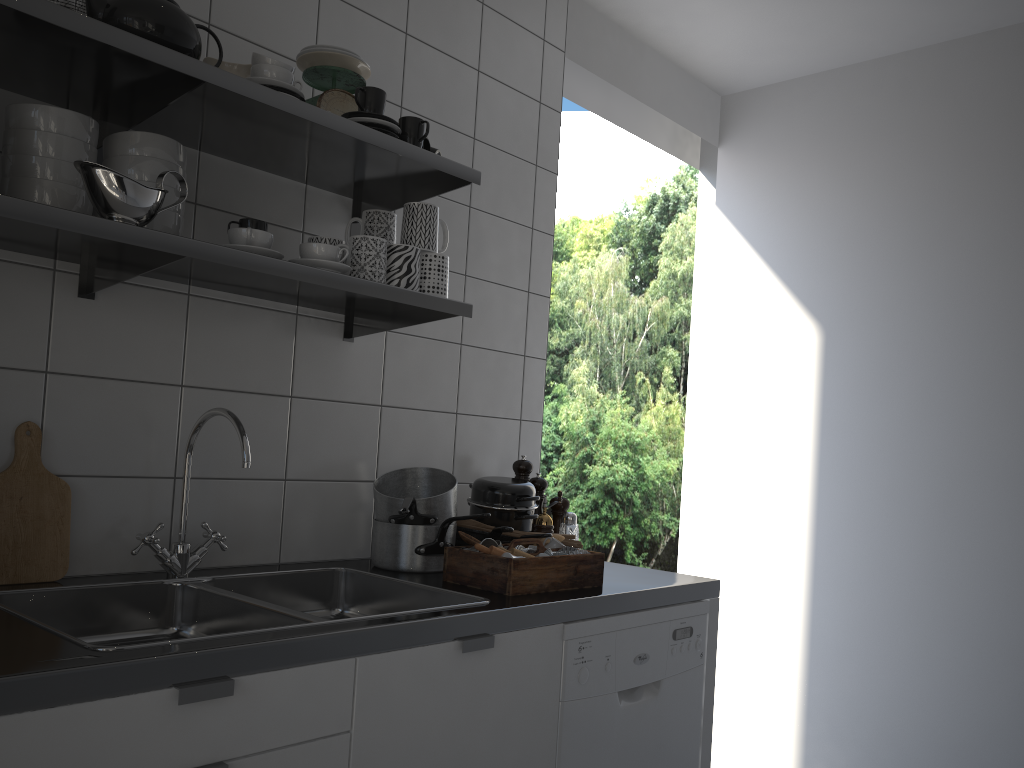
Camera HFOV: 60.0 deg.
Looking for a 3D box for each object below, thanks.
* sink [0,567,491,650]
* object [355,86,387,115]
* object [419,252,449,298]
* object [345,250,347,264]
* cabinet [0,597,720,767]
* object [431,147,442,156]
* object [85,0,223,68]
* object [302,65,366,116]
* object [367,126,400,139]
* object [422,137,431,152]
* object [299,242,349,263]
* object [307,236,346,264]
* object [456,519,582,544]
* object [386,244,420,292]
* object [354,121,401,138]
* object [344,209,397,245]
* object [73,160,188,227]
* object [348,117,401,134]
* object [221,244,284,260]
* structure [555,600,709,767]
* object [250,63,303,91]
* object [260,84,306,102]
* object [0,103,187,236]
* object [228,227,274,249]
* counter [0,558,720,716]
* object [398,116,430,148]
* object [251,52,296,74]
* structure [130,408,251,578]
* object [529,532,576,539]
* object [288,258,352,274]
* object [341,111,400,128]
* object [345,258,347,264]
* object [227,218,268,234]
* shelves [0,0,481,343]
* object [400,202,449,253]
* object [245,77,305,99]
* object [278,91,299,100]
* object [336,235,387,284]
[{"bbox_3d":[-0.466,0.437,1.590,0.487,0.111,0.767,0,-6,42],"label":"sink"},{"bbox_3d":[-0.289,-0.551,1.780,0.070,0.078,0.055,5,-3,-27],"label":"object"},{"bbox_3d":[-0.168,-0.223,1.909,0.083,0.100,0.109,2,-4,31],"label":"object"},{"bbox_3d":[-0.375,-0.234,1.928,0.083,0.100,0.109,2,-4,31],"label":"object"},{"bbox_3d":[-0.816,0.779,1.243,0.662,0.794,3.245,1,-5,42],"label":"cabinet"},{"bbox_3d":[-0.200,-0.502,1.941,0.082,0.059,0.069,2,-4,20],"label":"object"},{"bbox_3d":[-0.602,-0.590,1.476,0.200,0.142,0.178,4,-3,-6],"label":"object"},{"bbox_3d":[-0.393,-0.575,1.957,0.185,0.208,0.159,1,-4,42],"label":"object"},{"bbox_3d":[-0.286,-0.487,1.783,0.121,0.021,0.121,2,-4,20],"label":"object"},{"bbox_3d":[-0.216,-0.500,1.906,0.080,0.058,0.069,3,-3,15],"label":"object"},{"bbox_3d":[-0.362,-0.235,1.673,0.079,0.047,0.083,6,-5,-35],"label":"object"},{"bbox_3d":[-0.370,-0.243,1.814,0.108,0.100,0.083,4,-3,-14],"label":"object"},{"bbox_3d":[0.009,0.370,2.207,0.334,0.060,0.059,4,-3,0],"label":"object"},{"bbox_3d":[-0.224,-0.231,1.847,0.083,0.100,0.109,2,-4,31],"label":"object"},{"bbox_3d":[-0.286,-0.496,1.783,0.121,0.021,0.121,7,-6,-43],"label":"object"},{"bbox_3d":[-0.308,-0.328,1.966,0.108,0.100,0.083,3,-3,11],"label":"object"},{"bbox_3d":[-0.618,-0.303,1.443,0.102,0.134,0.210,2,-4,24],"label":"object"},{"bbox_3d":[-0.284,-0.506,1.784,0.121,0.023,0.121,5,-4,-16],"label":"object"},{"bbox_3d":[-0.471,-0.227,1.590,0.121,0.021,0.121,0,-5,40],"label":"object"},{"bbox_3d":[0.087,0.904,2.139,0.508,0.790,0.575,1,-4,42],"label":"structure"},{"bbox_3d":[-0.440,-0.548,1.629,0.082,0.049,0.079,3,-4,15],"label":"object"},{"bbox_3d":[-0.442,-0.518,1.630,0.121,0.021,0.121,7,-6,-43],"label":"object"},{"bbox_3d":[-0.727,-0.343,1.553,0.150,0.216,0.310,1,-4,39],"label":"object"},{"bbox_3d":[-0.469,-0.247,1.590,0.082,0.047,0.079,1,-4,35],"label":"object"},{"bbox_3d":[-0.795,0.363,1.262,0.650,0.045,3.246,0,-6,42],"label":"counter"},{"bbox_3d":[-0.202,-0.506,1.833,0.070,0.077,0.055,3,-3,5],"label":"object"},{"bbox_3d":[-0.438,-0.577,1.631,0.083,0.067,0.078,6,-4,-33],"label":"object"},{"bbox_3d":[-0.591,0.224,1.761,0.274,0.352,0.189,3,-3,19],"label":"structure"},{"bbox_3d":[-0.008,0.382,2.241,0.336,0.021,0.065,3,-4,6],"label":"object"},{"bbox_3d":[-0.364,-0.214,1.673,0.121,0.021,0.121,7,-6,-43],"label":"object"},{"bbox_3d":[-0.286,-0.516,1.782,0.121,0.023,0.121,4,-4,-7],"label":"object"},{"bbox_3d":[-0.305,-0.232,1.896,0.108,0.100,0.083,3,-3,11],"label":"object"},{"bbox_3d":[-0.518,-0.282,1.743,0.070,0.078,0.055,3,-3,3],"label":"object"},{"bbox_3d":[-1.065,-0.481,1.106,0.426,0.511,2.546,1,-5,42],"label":"shelves"},{"bbox_3d":[-0.183,-0.326,1.885,0.108,0.100,0.083,4,-3,-14],"label":"object"},{"bbox_3d":[-0.443,-0.528,1.628,0.121,0.024,0.121,0,-5,38],"label":"object"},{"bbox_3d":[-0.442,-0.508,1.630,0.121,0.021,0.121,7,-6,-43],"label":"object"},{"bbox_3d":[-0.304,-0.241,1.782,0.108,0.100,0.083,3,-3,11],"label":"object"}]
